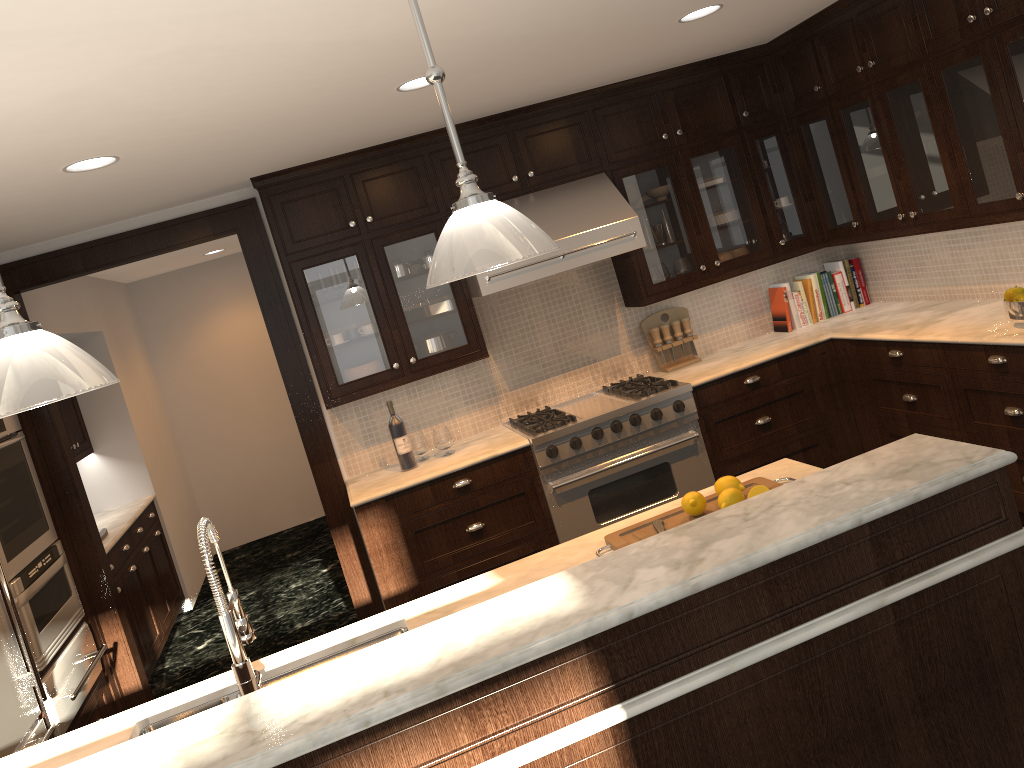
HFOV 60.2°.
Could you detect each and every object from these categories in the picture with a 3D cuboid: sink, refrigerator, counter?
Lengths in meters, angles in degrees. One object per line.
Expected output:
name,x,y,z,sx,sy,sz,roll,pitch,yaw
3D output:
sink,-0.585,0.943,2.310,0.804,0.211,0.458,-18,7,-12
refrigerator,-2.216,1.020,3.069,0.691,2.112,0.889,-17,4,-12
refrigerator,-1.743,1.668,3.164,0.147,0.569,0.904,-17,6,-11
counter,-2.756,1.002,5.542,0.713,0.032,1.859,-18,8,-11
counter,-0.279,0.743,2.164,2.885,0.032,1.055,-18,8,-13
counter,0.903,0.104,4.140,3.388,0.032,2.319,-18,8,-12
counter,-0.243,0.592,1.803,2.871,0.032,0.328,-19,8,-13

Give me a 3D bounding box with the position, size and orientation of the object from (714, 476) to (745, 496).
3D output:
object,0.655,0.314,2.665,0.082,0.071,0.082,-16,6,3

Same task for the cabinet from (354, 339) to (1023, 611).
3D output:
cabinet,1.034,0.539,4.162,3.388,0.876,2.319,-18,7,-12

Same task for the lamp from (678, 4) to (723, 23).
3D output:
lamp,0.792,-1.655,3.793,0.196,0.136,0.201,-14,7,23

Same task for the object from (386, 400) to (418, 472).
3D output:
object,-0.593,0.267,4.642,0.094,0.376,0.095,-17,3,3

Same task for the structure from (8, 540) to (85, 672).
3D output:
structure,-2.381,1.080,3.933,0.669,0.387,0.764,-18,7,-12

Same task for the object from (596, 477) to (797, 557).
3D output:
object,0.576,0.402,2.558,0.671,0.021,0.385,-18,8,-12

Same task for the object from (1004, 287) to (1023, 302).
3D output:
object,2.181,-0.372,3.817,0.090,0.098,0.095,-12,7,45

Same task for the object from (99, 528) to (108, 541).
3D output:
object,-2.707,0.808,5.232,0.450,0.404,0.344,-18,5,-12

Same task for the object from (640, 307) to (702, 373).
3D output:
object,0.957,-0.270,5.244,0.318,0.348,0.110,-18,3,-13

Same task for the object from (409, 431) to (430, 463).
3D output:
object,-0.500,0.340,4.767,0.113,0.150,0.112,-18,5,-20

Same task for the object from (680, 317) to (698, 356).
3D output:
object,1.059,-0.284,5.258,0.060,0.236,0.062,-14,4,42

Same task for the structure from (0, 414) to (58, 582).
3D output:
structure,-2.499,0.536,3.917,0.617,0.698,0.758,-18,6,-12

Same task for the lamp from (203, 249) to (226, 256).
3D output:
lamp,-2.553,-1.185,7.520,0.201,0.136,0.196,-21,8,-37

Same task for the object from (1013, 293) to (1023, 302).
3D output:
object,2.180,-0.341,3.743,0.100,0.096,0.092,-16,5,6

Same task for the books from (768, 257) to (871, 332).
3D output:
books,1.875,-0.556,5.457,0.607,0.310,0.194,-18,4,-13

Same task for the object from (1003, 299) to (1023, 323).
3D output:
object,2.273,-0.334,3.758,0.321,0.121,0.318,-19,8,-18

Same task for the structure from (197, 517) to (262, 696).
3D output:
structure,-0.664,0.572,2.117,0.051,0.528,0.243,-17,4,-12

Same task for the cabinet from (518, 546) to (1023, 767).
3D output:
cabinet,-0.149,1.162,2.189,2.864,0.909,1.027,-18,6,-13

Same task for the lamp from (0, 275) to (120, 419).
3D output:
lamp,-1.071,-0.327,1.767,0.317,0.780,0.319,-17,3,2

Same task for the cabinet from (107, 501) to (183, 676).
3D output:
cabinet,-2.338,1.272,5.633,0.057,0.742,1.794,-17,7,-11

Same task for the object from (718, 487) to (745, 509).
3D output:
object,0.633,0.337,2.549,0.081,0.071,0.083,-17,6,-1

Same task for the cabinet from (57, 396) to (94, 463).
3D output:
cabinet,-3.132,0.228,5.471,0.435,0.822,1.859,-18,7,-11

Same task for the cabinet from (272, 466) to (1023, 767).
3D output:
cabinet,-0.227,0.683,1.806,2.853,0.152,0.293,-19,7,-13

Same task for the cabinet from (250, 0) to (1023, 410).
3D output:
cabinet,0.596,-0.919,4.095,3.387,1.249,2.310,-18,7,-12

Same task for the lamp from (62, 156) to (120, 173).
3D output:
lamp,-1.561,-0.867,3.234,0.198,0.136,0.198,-18,6,-7

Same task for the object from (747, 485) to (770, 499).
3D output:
object,0.709,0.322,2.508,0.073,0.068,0.064,-12,7,40

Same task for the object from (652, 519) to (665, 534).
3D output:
object,0.446,0.434,2.487,0.042,0.014,0.333,-17,8,-1

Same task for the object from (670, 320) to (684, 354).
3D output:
object,0.996,-0.268,5.243,0.062,0.225,0.060,-20,4,-42

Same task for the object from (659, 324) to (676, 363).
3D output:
object,0.931,-0.241,5.227,0.062,0.236,0.060,-20,4,-42

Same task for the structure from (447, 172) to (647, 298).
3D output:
structure,0.151,-0.835,4.844,0.936,0.475,0.640,-18,6,-12

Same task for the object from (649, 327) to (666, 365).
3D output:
object,0.868,-0.224,5.212,0.062,0.228,0.060,-19,4,-30

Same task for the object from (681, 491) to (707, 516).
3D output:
object,0.541,0.356,2.621,0.080,0.073,0.082,-19,6,-24

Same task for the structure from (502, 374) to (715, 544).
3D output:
structure,0.556,0.489,4.884,0.911,0.834,0.719,-18,5,-12

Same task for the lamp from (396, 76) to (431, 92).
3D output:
lamp,-0.385,-1.261,3.514,0.195,0.136,0.201,-11,8,43

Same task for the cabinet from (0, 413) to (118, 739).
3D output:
cabinet,-2.375,0.754,3.460,0.761,2.410,1.844,-17,5,-11

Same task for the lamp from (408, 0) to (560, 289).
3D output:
lamp,-0.155,-0.634,1.985,0.317,0.780,0.319,-17,3,2

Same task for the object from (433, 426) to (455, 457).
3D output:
object,-0.363,0.307,4.710,0.113,0.150,0.112,-18,5,-20
